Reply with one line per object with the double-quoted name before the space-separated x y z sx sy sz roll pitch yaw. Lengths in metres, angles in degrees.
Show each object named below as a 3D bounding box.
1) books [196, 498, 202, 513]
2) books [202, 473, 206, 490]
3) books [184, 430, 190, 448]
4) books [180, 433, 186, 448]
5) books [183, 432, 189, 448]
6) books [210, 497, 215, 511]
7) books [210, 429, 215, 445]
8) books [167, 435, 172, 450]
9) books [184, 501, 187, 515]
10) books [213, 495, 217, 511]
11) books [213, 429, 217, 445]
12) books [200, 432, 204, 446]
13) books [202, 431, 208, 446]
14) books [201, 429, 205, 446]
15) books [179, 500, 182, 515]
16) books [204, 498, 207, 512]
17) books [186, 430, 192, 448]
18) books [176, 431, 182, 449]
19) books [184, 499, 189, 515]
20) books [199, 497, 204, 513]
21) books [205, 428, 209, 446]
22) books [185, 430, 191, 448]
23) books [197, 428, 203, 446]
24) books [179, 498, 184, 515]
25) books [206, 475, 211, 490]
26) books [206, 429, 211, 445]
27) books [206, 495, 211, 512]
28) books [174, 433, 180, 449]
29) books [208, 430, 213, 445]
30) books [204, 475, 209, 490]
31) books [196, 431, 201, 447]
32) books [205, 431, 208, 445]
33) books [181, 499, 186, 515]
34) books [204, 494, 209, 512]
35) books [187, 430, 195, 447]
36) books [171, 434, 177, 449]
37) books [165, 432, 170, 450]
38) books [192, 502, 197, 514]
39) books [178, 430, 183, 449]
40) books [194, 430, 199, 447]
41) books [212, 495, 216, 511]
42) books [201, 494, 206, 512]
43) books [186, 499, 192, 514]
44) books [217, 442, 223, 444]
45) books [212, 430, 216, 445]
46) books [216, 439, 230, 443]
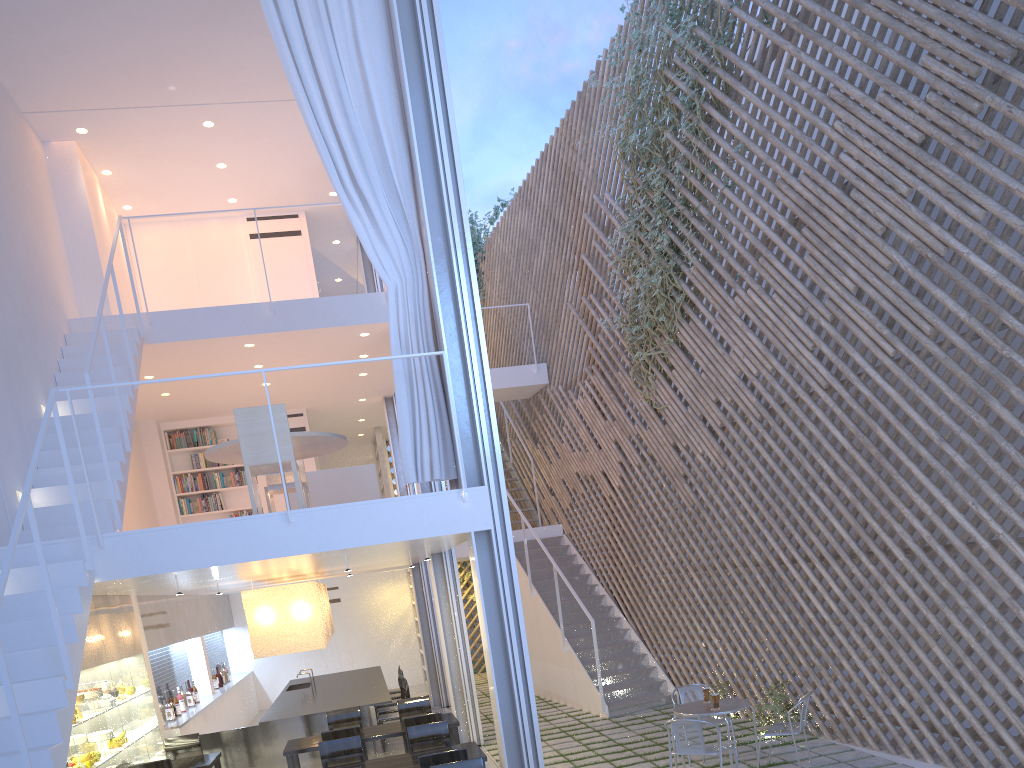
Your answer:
"books" -2.499 0.979 6.596 0.020 0.125 0.092 -10 2 -13
"books" -2.454 0.788 6.580 0.011 0.147 0.085 -10 4 -13
"books" -2.567 0.446 6.515 0.024 0.147 0.083 -10 4 -13
"books" -2.594 0.458 6.508 0.020 0.125 0.092 -10 2 -13
"books" -2.579 0.453 6.508 0.007 0.130 0.095 -10 2 -13
"books" -2.401 0.971 6.616 0.018 0.123 0.085 -10 2 -13
"books" -2.376 0.432 6.542 0.015 0.130 0.095 -10 2 -13
"books" -2.695 0.469 6.490 0.006 0.125 0.095 -10 1 -13
"books" -2.603 0.991 6.580 0.006 0.122 0.090 -10 2 -13
"books" -2.381 0.963 6.614 0.005 0.130 0.095 -10 2 -13
"books" -2.361 0.433 6.556 0.006 0.131 0.071 -10 4 -13
"books" -2.455 0.446 6.537 0.006 0.121 0.080 -10 3 -13
"books" -2.432 0.443 6.538 0.018 0.123 0.085 -10 2 -13
"books" -2.447 0.434 6.532 0.010 0.143 0.088 -10 3 -13
"books" -2.639 0.994 6.572 0.006 0.125 0.095 -10 1 -13
"books" -2.456 0.977 6.609 0.006 0.121 0.080 -10 3 -13
"books" -2.549 0.444 6.518 0.024 0.147 0.083 -10 4 -13
"books" -2.625 0.451 6.504 0.011 0.147 0.085 -10 4 -13
"books" -2.595 0.986 6.578 0.007 0.130 0.095 -10 2 -13
"books" -2.481 0.976 6.600 0.015 0.128 0.088 -10 2 -13
"books" -2.413 0.428 6.537 0.009 0.147 0.089 -10 4 -13
"books" -2.558 0.445 6.517 0.024 0.147 0.083 -10 4 -13
"books" -2.468 0.431 6.529 0.015 0.155 0.086 -10 4 -13
"books" -2.630 0.984 6.575 0.015 0.144 0.088 -10 3 -13
"books" -2.430 0.795 6.593 0.006 0.131 0.071 -10 4 -13
"books" -2.403 0.432 6.537 0.008 0.136 0.095 -10 2 -13
"books" -2.435 0.964 6.612 0.015 0.144 0.078 -10 4 -13
"books" -2.642 0.462 6.511 0.020 0.132 0.069 -10 5 -13
"books" -2.391 0.436 6.541 0.015 0.125 0.092 -10 2 -13
"books" -2.439 0.796 6.581 0.015 0.125 0.092 -10 2 -13
"books" -2.481 0.445 6.528 0.015 0.128 0.088 -10 2 -13
"books" -2.419 0.436 6.535 0.005 0.130 0.095 -10 2 -13
"books" -2.613 0.988 6.576 0.015 0.130 0.095 -10 2 -13
"books" -2.449 0.960 6.607 0.011 0.155 0.081 -10 5 -13
"books" -2.540 0.443 6.520 0.024 0.147 0.083 -10 4 -13
"books" -2.663 0.464 6.507 0.020 0.132 0.069 -10 5 -13
"books" -2.707 0.461 6.490 0.015 0.144 0.088 -10 3 -13
"books" -2.541 0.999 6.606 0.020 0.100 0.062 -10 3 -13
"books" -2.614 0.446 6.507 0.011 0.155 0.081 -10 5 -13
"books" -2.503 0.440 6.528 0.026 0.145 0.078 -10 4 -13
"books" -2.388 0.961 6.612 0.008 0.136 0.095 -10 2 -13
"books" -2.468 0.962 6.601 0.015 0.155 0.086 -10 4 -13
"books" -2.584 0.987 6.593 0.020 0.132 0.069 -10 5 -13
"books" -2.303 0.481 6.574 0.094 0.021 0.064 -6 -11 -10
"books" -2.365 0.435 6.547 0.006 0.122 0.090 -10 2 -13
"books" -2.303 0.457 6.567 0.094 0.021 0.064 -7 -10 -5
